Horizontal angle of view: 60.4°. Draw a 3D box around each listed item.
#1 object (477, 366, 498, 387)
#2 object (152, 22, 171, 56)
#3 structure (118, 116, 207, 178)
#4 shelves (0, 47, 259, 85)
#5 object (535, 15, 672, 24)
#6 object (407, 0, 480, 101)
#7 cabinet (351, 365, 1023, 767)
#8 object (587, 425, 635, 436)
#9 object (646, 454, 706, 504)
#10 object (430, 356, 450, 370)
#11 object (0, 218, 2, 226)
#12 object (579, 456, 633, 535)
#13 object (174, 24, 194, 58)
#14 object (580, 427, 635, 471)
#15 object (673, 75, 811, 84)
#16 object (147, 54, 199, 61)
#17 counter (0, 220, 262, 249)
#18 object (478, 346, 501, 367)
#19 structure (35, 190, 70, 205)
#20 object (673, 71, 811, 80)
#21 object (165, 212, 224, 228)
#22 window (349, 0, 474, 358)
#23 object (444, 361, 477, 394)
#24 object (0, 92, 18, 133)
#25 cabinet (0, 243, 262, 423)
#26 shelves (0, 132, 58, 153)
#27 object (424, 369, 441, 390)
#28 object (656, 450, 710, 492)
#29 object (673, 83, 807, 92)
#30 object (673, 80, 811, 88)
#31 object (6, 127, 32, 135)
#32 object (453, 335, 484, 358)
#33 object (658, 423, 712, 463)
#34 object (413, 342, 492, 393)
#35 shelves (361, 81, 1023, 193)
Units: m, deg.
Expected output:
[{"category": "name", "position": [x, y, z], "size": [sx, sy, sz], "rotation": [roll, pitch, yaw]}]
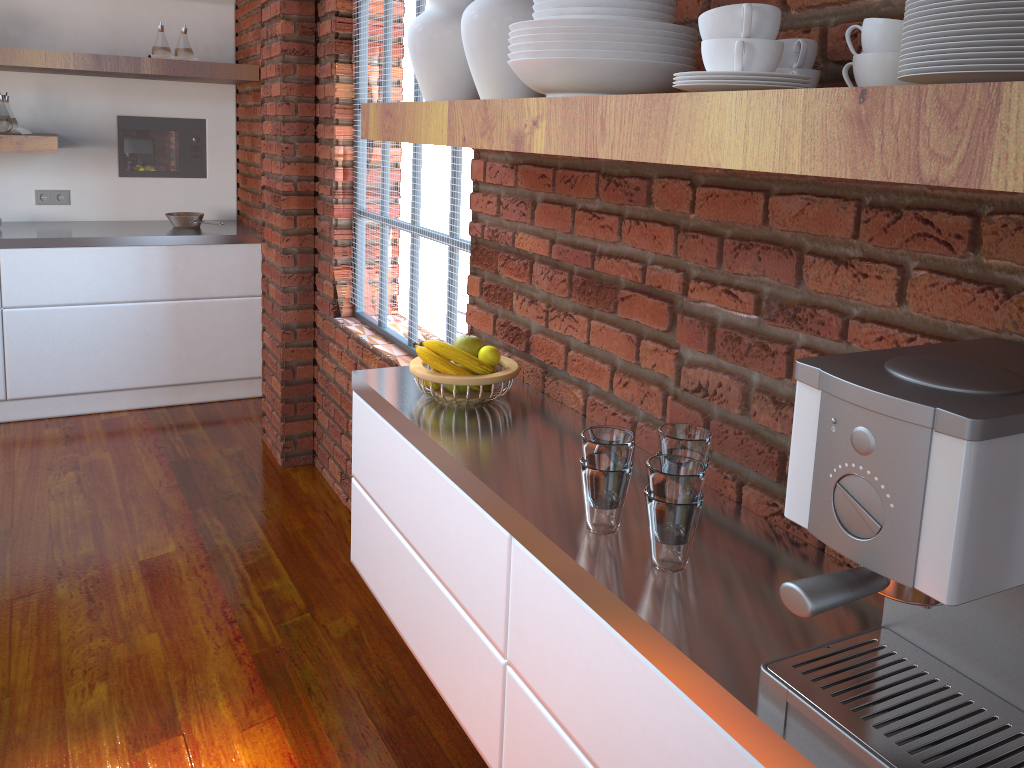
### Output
[{"category": "object", "position": [-0.064, -0.022, 1.913], "size": [0.070, 0.067, 0.070], "rotation": [-2, 13, -18]}, {"category": "object", "position": [-1.764, -1.722, 4.424], "size": [0.093, 0.187, 0.095], "rotation": [-1, 11, -15]}, {"category": "structure", "position": [-1.929, -1.308, 4.872], "size": [0.458, 0.328, 0.013], "rotation": [-5, 12, -27]}, {"category": "shelves", "position": [-2.294, -1.551, 4.241], "size": [1.983, 0.075, 0.669], "rotation": [-6, 18, -27]}, {"category": "object", "position": [0.135, -0.512, 1.324], "size": [0.215, 0.054, 0.218], "rotation": [-9, 19, -35]}, {"category": "object", "position": [-0.123, -0.706, 1.840], "size": [0.192, 0.244, 0.196], "rotation": [5, 12, 11]}, {"category": "cabinet", "position": [0.138, 0.401, 1.456], "size": [0.338, 0.464, 1.659], "rotation": [-4, 16, -27]}, {"category": "object", "position": [0.152, 0.127, 1.396], "size": [0.078, 0.102, 0.079], "rotation": [10, 14, 31]}, {"category": "object", "position": [0.213, 0.156, 1.162], "size": [0.077, 0.102, 0.080], "rotation": [-1, 12, -15]}, {"category": "object", "position": [-0.155, -0.057, 1.891], "size": [0.052, 0.052, 0.045], "rotation": [-8, 16, -38]}, {"category": "object", "position": [-2.556, -0.761, 4.184], "size": [0.204, 0.060, 0.201], "rotation": [1, 15, -5]}, {"category": "object", "position": [0.133, 0.161, 1.270], "size": [0.078, 0.102, 0.079], "rotation": [3, 12, 2]}, {"category": "object", "position": [-1.669, -1.732, 4.477], "size": [0.094, 0.188, 0.095], "rotation": [5, 11, 15]}, {"category": "object", "position": [0.135, 0.124, 1.264], "size": [0.078, 0.102, 0.079], "rotation": [3, 12, 2]}, {"category": "object", "position": [0.263, -0.343, 1.014], "size": [0.154, 0.012, 0.157], "rotation": [9, 17, 22]}, {"category": "object", "position": [-1.720, -1.646, 4.463], "size": [0.224, 0.032, 0.199], "rotation": [-6, 18, -28]}, {"category": "counter", "position": [-2.311, -0.743, 4.348], "size": [1.989, 0.043, 0.730], "rotation": [-6, 18, -27]}, {"category": "object", "position": [-0.049, -0.059, 1.875], "size": [0.047, 0.045, 0.056], "rotation": [5, 14, 13]}, {"category": "structure", "position": [-2.436, -0.990, 4.664], "size": [0.160, 0.078, 0.033], "rotation": [-5, 13, -27]}, {"category": "object", "position": [0.263, -0.348, 1.013], "size": [0.154, 0.012, 0.157], "rotation": [9, 17, 22]}, {"category": "object", "position": [-1.673, -0.846, 4.597], "size": [0.353, 0.072, 0.196], "rotation": [17, 21, 41]}, {"category": "window", "position": [3.225, -0.008, 0.966], "size": [3.650, 9.697, 17.748], "rotation": [-5, 16, -37]}, {"category": "object", "position": [-0.112, -0.015, 1.865], "size": [0.077, 0.064, 0.078], "rotation": [4, 13, 6]}, {"category": "object", "position": [-2.421, -1.294, 4.191], "size": [0.093, 0.188, 0.207], "rotation": [-1, 13, -18]}, {"category": "cabinet", "position": [-2.329, -0.326, 4.418], "size": [1.990, 0.801, 0.726], "rotation": [-6, 15, -27]}, {"category": "shelves", "position": [-2.714, -1.138, 4.093], "size": [1.069, 0.075, 0.669], "rotation": [-6, 18, -27]}, {"category": "object", "position": [-0.167, -0.009, 1.891], "size": [0.046, 0.045, 0.057], "rotation": [3, 13, 5]}, {"category": "object", "position": [0.249, 0.156, 1.302], "size": [0.078, 0.102, 0.079], "rotation": [3, 12, 2]}, {"category": "object", "position": [0.263, -0.335, 1.015], "size": [0.154, 0.012, 0.157], "rotation": [9, 17, 22]}, {"category": "object", "position": [0.263, -0.339, 1.015], "size": [0.154, 0.012, 0.157], "rotation": [9, 17, 22]}, {"category": "object", "position": [-2.424, -1.214, 4.203], "size": [0.195, 0.032, 0.229], "rotation": [-3, 17, -18]}, {"category": "object", "position": [-0.094, -0.076, 1.901], "size": [0.069, 0.060, 0.070], "rotation": [0, 13, -11]}, {"category": "object", "position": [0.251, 0.119, 1.296], "size": [0.078, 0.102, 0.079], "rotation": [3, 12, 2]}, {"category": "object", "position": [-0.130, -0.028, 1.828], "size": [0.176, 0.093, 0.065], "rotation": [5, 12, 9]}, {"category": "shelves", "position": [0.171, -0.384, 1.329], "size": [0.338, 0.075, 1.571], "rotation": [-6, 18, -26]}]
